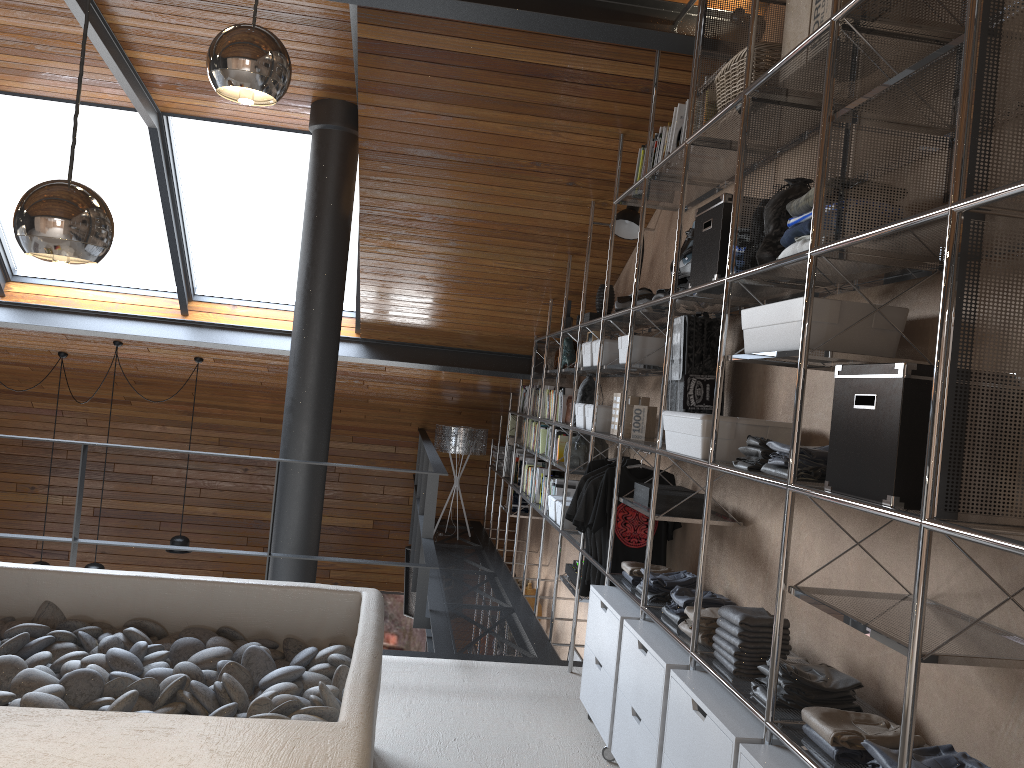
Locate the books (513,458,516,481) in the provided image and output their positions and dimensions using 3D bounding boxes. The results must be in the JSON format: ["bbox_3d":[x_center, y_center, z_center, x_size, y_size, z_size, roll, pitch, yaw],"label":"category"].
[{"bbox_3d":[0.092,0.727,7.523,0.143,0.199,0.019,6,-1,-7],"label":"books"}]

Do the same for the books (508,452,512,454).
[{"bbox_3d":[0.069,0.617,7.899,0.254,0.012,0.158,6,-1,5],"label":"books"}]

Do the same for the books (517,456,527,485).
[{"bbox_3d":[0.120,0.710,7.235,0.143,0.235,0.055,6,-1,-7],"label":"books"}]

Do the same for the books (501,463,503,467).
[{"bbox_3d":[0.040,0.761,8.179,0.240,0.028,0.180,6,-1,-17],"label":"books"}]

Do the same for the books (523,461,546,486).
[{"bbox_3d":[0.174,0.717,6.891,0.161,0.222,0.055,6,-1,-7],"label":"books"}]

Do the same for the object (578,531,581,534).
[{"bbox_3d":[0.462,0.710,4.709,0.166,0.247,0.376,6,-1,-10],"label":"object"}]

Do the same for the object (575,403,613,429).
[{"bbox_3d":[0.500,0.184,4.827,0.295,0.136,0.228,6,-1,-7],"label":"object"}]

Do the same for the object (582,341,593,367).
[{"bbox_3d":[0.539,-0.149,4.826,0.295,0.136,0.228,6,-1,-7],"label":"object"}]

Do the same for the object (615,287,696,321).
[{"bbox_3d":[0.663,-0.390,4.065,0.286,0.141,0.657,6,-1,-14],"label":"object"}]

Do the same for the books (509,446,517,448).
[{"bbox_3d":[0.076,0.561,7.890,0.228,0.016,0.182,6,-1,-7],"label":"books"}]

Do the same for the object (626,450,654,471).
[{"bbox_3d":[0.583,0.347,3.982,0.283,0.118,0.016,6,-1,-7],"label":"object"}]

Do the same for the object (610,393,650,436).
[{"bbox_3d":[0.575,0.153,4.304,0.142,0.205,0.196,6,-1,-9],"label":"object"}]

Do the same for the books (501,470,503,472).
[{"bbox_3d":[0.029,0.819,8.191,0.234,0.016,0.182,6,-1,-7],"label":"books"}]

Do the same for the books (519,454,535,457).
[{"bbox_3d":[0.112,0.703,7.318,0.131,0.247,0.018,6,-1,-7],"label":"books"}]

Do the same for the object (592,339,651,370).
[{"bbox_3d":[0.571,-0.148,4.568,0.295,0.136,0.228,6,-1,-7],"label":"object"}]

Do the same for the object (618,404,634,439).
[{"bbox_3d":[0.534,0.171,4.079,0.074,0.156,0.078,5,-1,8],"label":"object"}]

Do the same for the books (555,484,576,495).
[{"bbox_3d":[0.335,0.733,5.615,0.129,0.186,0.050,6,-1,-7],"label":"books"}]

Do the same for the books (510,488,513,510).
[{"bbox_3d":[0.069,0.965,7.518,0.155,0.215,0.055,6,-1,-7],"label":"books"}]

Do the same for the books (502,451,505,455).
[{"bbox_3d":[0.052,0.650,8.181,0.268,0.025,0.176,6,-1,-7],"label":"books"}]

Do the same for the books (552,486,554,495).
[{"bbox_3d":[0.318,0.743,5.671,0.130,0.167,0.046,6,-1,-7],"label":"books"}]

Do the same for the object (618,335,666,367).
[{"bbox_3d":[0.640,-0.141,4.016,0.290,0.124,0.222,6,-1,-7],"label":"object"}]

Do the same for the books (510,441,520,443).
[{"bbox_3d":[0.082,0.516,7.908,0.216,0.021,0.174,6,-1,-7],"label":"books"}]

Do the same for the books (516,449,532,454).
[{"bbox_3d":[0.097,0.693,7.595,0.143,0.268,0.020,6,-1,-7],"label":"books"}]

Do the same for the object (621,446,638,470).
[{"bbox_3d":[0.551,0.388,4.177,0.387,0.197,0.009,6,-1,-11],"label":"object"}]

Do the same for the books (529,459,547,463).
[{"bbox_3d":[0.198,0.716,7.036,0.148,0.233,0.053,6,-1,-7],"label":"books"}]

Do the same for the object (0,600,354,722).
[{"bbox_3d":[-1.339,0.858,2.450,1.842,0.246,1.435,6,-1,-7],"label":"object"}]

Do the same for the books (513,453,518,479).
[{"bbox_3d":[0.094,0.709,7.538,0.148,0.234,0.013,6,-1,-7],"label":"books"}]

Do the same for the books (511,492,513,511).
[{"bbox_3d":[0.066,0.966,7.468,0.133,0.218,0.051,6,-1,-7],"label":"books"}]

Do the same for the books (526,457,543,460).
[{"bbox_3d":[0.170,0.714,7.147,0.143,0.236,0.062,6,-1,-7],"label":"books"}]

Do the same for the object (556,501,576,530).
[{"bbox_3d":[0.407,0.763,5.112,0.295,0.136,0.228,6,-1,-7],"label":"object"}]

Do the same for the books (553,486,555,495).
[{"bbox_3d":[0.332,0.742,5.659,0.146,0.171,0.054,6,-1,-7],"label":"books"}]

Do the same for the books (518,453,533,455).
[{"bbox_3d":[0.108,0.707,7.504,0.146,0.240,0.023,6,-1,-7],"label":"books"}]

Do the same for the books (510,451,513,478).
[{"bbox_3d":[0.065,0.709,7.754,0.148,0.234,0.013,6,-1,-7],"label":"books"}]

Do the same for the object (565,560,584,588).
[{"bbox_3d":[0.470,1.025,4.688,0.320,0.114,0.404,6,-1,-7],"label":"object"}]

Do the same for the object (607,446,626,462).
[{"bbox_3d":[0.537,0.346,4.347,0.283,0.118,0.016,6,-1,-7],"label":"object"}]

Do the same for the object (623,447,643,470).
[{"bbox_3d":[0.559,0.388,4.112,0.387,0.197,0.009,6,-1,-11],"label":"object"}]

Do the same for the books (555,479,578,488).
[{"bbox_3d":[0.342,0.719,5.633,0.143,0.217,0.066,6,-1,-7],"label":"books"}]

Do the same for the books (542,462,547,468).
[{"bbox_3d":[0.183,0.716,6.923,0.177,0.217,0.046,6,-1,-7],"label":"books"}]

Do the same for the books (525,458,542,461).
[{"bbox_3d":[0.163,0.713,7.067,0.148,0.233,0.053,6,-1,-7],"label":"books"}]

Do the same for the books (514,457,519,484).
[{"bbox_3d":[0.092,0.716,7.298,0.137,0.215,0.014,6,-1,-7],"label":"books"}]

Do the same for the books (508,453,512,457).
[{"bbox_3d":[0.070,0.637,7.889,0.288,0.025,0.175,6,-1,-1],"label":"books"}]

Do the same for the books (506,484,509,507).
[{"bbox_3d":[0.023,0.970,7.712,0.127,0.201,0.011,6,-1,-7],"label":"books"}]

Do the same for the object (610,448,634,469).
[{"bbox_3d":[0.536,0.388,4.299,0.387,0.197,0.009,6,-1,-11],"label":"object"}]

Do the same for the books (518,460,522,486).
[{"bbox_3d":[0.127,0.724,7.158,0.148,0.206,0.053,6,-1,-7],"label":"books"}]

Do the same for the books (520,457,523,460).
[{"bbox_3d":[0.128,0.711,7.176,0.148,0.233,0.053,6,-1,-7],"label":"books"}]

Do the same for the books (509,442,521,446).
[{"bbox_3d":[0.101,0.542,7.894,0.234,0.028,0.180,6,-1,-7],"label":"books"}]

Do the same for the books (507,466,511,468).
[{"bbox_3d":[0.067,0.738,7.889,0.258,0.016,0.181,6,-1,-5],"label":"books"}]

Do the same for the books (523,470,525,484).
[{"bbox_3d":[0.148,0.740,6.919,0.119,0.171,0.044,6,-1,-7],"label":"books"}]

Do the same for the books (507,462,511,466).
[{"bbox_3d":[0.062,0.717,7.888,0.258,0.028,0.180,6,-1,-1],"label":"books"}]

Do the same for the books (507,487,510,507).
[{"bbox_3d":[0.026,0.985,7.689,0.119,0.172,0.014,6,-1,-7],"label":"books"}]

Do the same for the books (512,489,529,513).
[{"bbox_3d":[0.072,0.976,7.396,0.138,0.191,0.049,6,-1,-7],"label":"books"}]

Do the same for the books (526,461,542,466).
[{"bbox_3d":[0.163,0.712,6.816,0.122,0.230,0.057,6,-1,-7],"label":"books"}]

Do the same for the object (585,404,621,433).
[{"bbox_3d":[0.534,0.185,4.564,0.295,0.136,0.228,6,-1,-7],"label":"object"}]

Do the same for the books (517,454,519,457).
[{"bbox_3d":[0.108,0.710,7.473,0.148,0.234,0.013,6,-1,-7],"label":"books"}]

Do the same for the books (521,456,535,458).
[{"bbox_3d":[0.136,0.712,7.222,0.148,0.233,0.053,6,-1,-7],"label":"books"}]

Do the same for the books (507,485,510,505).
[{"bbox_3d":[0.031,0.971,7.702,0.127,0.201,0.011,6,-1,-7],"label":"books"}]

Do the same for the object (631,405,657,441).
[{"bbox_3d":[0.595,0.176,3.993,0.074,0.156,0.078,5,-1,42],"label":"object"}]

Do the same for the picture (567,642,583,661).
[{"bbox_3d":[0.369,2.198,5.822,0.090,0.863,0.529,6,-1,-7],"label":"picture"}]
